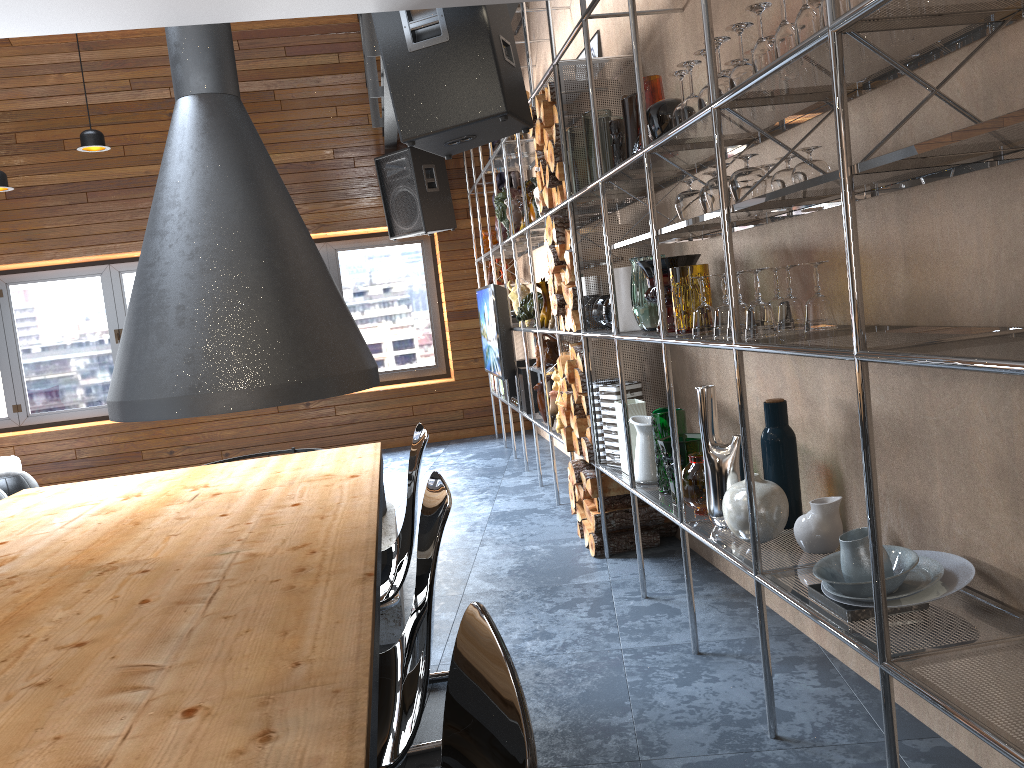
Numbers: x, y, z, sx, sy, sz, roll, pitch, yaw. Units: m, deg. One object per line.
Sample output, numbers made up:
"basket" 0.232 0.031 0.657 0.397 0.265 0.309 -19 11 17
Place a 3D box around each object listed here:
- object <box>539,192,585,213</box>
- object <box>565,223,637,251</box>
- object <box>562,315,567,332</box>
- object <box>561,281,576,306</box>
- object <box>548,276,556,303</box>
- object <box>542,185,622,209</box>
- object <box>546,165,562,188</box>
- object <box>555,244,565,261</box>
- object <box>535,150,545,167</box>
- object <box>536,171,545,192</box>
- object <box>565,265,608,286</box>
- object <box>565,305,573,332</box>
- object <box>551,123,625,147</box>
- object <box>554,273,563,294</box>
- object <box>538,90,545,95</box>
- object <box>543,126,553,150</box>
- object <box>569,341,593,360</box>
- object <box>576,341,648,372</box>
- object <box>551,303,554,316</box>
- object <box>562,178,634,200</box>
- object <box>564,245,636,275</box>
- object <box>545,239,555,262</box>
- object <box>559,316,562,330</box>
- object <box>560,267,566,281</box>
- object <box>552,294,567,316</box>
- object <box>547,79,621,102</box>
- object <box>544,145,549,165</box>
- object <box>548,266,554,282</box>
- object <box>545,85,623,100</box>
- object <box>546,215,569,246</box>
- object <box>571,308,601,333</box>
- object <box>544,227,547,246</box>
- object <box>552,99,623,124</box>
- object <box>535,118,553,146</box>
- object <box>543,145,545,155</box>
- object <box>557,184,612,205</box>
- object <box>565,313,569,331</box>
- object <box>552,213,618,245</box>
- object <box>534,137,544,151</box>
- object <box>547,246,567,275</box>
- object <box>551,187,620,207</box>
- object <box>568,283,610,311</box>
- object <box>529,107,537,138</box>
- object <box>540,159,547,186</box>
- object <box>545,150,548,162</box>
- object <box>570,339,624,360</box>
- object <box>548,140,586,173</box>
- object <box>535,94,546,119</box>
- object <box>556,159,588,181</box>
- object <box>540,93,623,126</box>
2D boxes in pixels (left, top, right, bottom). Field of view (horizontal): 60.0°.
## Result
"object" 0.298 -0.893 4.266 0.330 0.105 0.107 -7 5 -5
"object" 0.388 -0.638 3.900 0.299 0.119 0.151 -7 5 -5
"object" 0.388 -0.307 4.217 0.303 0.095 0.087 -7 5 -8
"object" 0.392 -0.431 3.976 0.329 0.135 0.095 -8 5 -11
"object" 0.326 -0.463 4.249 0.286 0.143 0.143 -7 5 -8
"object" 0.336 -0.893 4.171 0.362 0.131 0.154 -7 5 -8
"object" 0.306 -0.938 3.956 0.312 0.110 0.103 -7 5 -4
"object" 0.353 -0.616 4.008 0.303 0.090 0.098 -7 5 -9
"object" 0.278 -1.080 4.242 0.331 0.110 0.107 -7 5 -5
"object" 0.284 -0.987 4.265 0.321 0.109 0.110 -7 5 -8
"object" 0.401 -0.483 3.875 0.331 0.110 0.107 -7 5 -10
"object" 0.434 -0.310 3.984 0.362 0.131 0.154 -7 5 -7
"object" 0.329 -1.066 3.815 0.310 0.121 0.111 -7 5 -7
"object" 0.366 -0.490 4.128 0.331 0.110 0.101 -7 5 -6
"object" 0.278 -1.306 4.096 0.299 0.118 0.129 -7 5 -10
"object" 0.313 -1.100 3.899 0.329 0.107 0.128 -7 5 -8
"object" 0.424 -0.151 4.202 0.289 0.121 0.107 -7 5 -7
"object" 0.437 -0.126 3.920 0.308 0.107 0.121 -8 5 -11
"object" 0.345 -0.390 4.316 0.303 0.088 0.095 -7 5 -9
"object" 0.372 -0.860 3.850 0.287 0.112 0.126 -7 5 -7
"object" 0.386 -0.549 3.869 0.308 0.120 0.097 -8 5 -12
"object" 0.345 -0.652 4.173 0.362 0.115 0.098 -7 5 -8
"object" 0.380 -0.324 4.304 0.287 0.112 0.126 -7 5 -8
"object" 0.391 -0.499 4.049 0.330 0.098 0.107 -8 5 -11
"object" 0.347 -0.384 4.175 0.312 0.110 0.103 -8 5 -11
"object" 0.307 -1.254 3.815 0.308 0.107 0.121 -7 5 -4
"object" 0.317 -1.071 4.072 0.330 0.098 0.107 -7 5 -4
"object" 0.340 -0.553 4.208 0.329 0.107 0.128 -7 5 -7
"object" 0.315 -1.276 3.887 0.330 0.103 0.102 -7 5 -4
"object" 0.318 -0.716 4.079 0.312 0.150 0.140 -8 5 -11
"object" 0.424 -0.296 3.884 0.330 0.105 0.107 -7 5 -10
"object" 0.315 -0.717 4.265 0.308 0.107 0.121 -8 5 -11
"object" 0.332 -1.167 3.823 0.299 0.114 0.135 -7 5 -5
"object" 0.274 -1.149 4.010 0.321 0.128 0.164 -7 5 -7
"object" 0.295 -1.132 4.161 0.290 0.153 0.112 -7 5 -4
"object" 0.356 -0.856 3.937 0.303 0.095 0.087 -7 5 -7
"object" 0.401 -0.312 4.107 0.299 0.114 0.135 -7 5 -10
"object" 0.328 -0.695 3.983 0.289 0.121 0.107 -7 5 -7
"object" 0.263 -1.145 4.234 0.308 0.120 0.098 -7 5 -3
"object" 0.335 -0.585 4.085 0.321 0.128 0.164 -7 5 -8
"object" 0.339 -0.877 4.045 0.299 0.114 0.135 -7 5 -5
"object" 0.412 -0.389 3.868 0.321 0.109 0.110 -7 5 -7
"object" 0.238 -1.245 4.183 0.312 0.150 0.140 -7 5 -4
"object" 0.296 -1.013 4.151 0.329 0.135 0.095 -7 5 -4
"object" 0.314 -1.050 3.991 0.331 0.110 0.101 -7 5 -9
"object" 0.431 -0.157 4.103 0.312 0.150 0.140 -8 5 -11
"object" 0.308 -1.004 3.868 0.286 0.143 0.143 -7 5 -7
"object" 0.257 -1.256 3.981 0.289 0.121 0.107 -7 5 -8
"object" 0.343 -0.923 3.820 0.303 0.088 0.095 -7 5 -6
"object" 0.309 -1.203 3.920 0.362 0.115 0.098 -7 5 -7
